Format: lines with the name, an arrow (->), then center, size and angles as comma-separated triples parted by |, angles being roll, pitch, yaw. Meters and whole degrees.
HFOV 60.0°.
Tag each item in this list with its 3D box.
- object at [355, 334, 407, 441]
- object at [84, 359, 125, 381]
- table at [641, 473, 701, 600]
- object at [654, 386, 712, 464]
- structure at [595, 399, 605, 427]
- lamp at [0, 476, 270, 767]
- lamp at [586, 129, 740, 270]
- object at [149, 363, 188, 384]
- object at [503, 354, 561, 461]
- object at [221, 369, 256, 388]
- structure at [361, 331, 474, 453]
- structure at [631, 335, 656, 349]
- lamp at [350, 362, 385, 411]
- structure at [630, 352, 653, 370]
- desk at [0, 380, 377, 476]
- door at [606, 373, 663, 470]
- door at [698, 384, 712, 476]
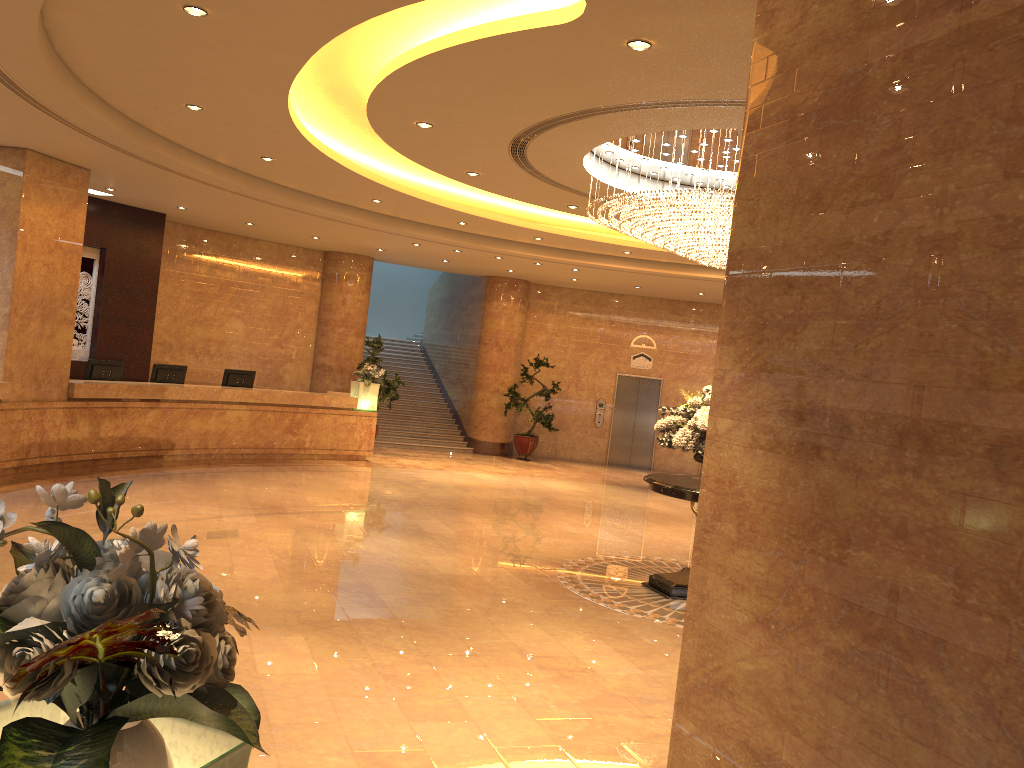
object -> -2.776, 0.181, 17.790 | 0.843, 2.363, 1.250 | 6, 2, -40
object -> -5.990, -0.104, 13.007 | 0.531, 0.500, 0.430 | 6, 1, -24
table -> 2.006, 1.551, 8.884 | 1.493, 1.089, 1.493 | 6, 1, -27
object -> 2.103, 0.513, 8.834 | 1.318, 0.999, 1.277 | 7, 1, 10
structure -> 2.045, 0.676, 20.607 | 0.200, 0.661, 0.053 | 7, 1, 1
lamp -> -0.632, 0.584, 1.361 | 0.573, 0.923, 0.598 | 7, 1, 27
lamp -> 2.357, -1.720, 8.868 | 3.204, 1.196, 3.206 | 7, 1, 16
object -> -5.438, -0.062, 14.021 | 0.531, 0.500, 0.430 | 6, 1, -18
object -> 0.428, 0.511, 19.480 | 1.250, 2.363, 0.843 | 7, 1, 1
object -> -4.659, 0.005, 15.083 | 0.531, 0.500, 0.430 | 6, 1, -13
structure -> -2.969, -1.551, 22.450 | 9.849, 5.560, 7.472 | 6, 1, -21
structure -> 3.062, -0.986, 20.559 | 0.600, 0.293, 0.010 | 7, 1, 4
lamp -> -2.651, 0.028, 16.346 | 0.606, 0.897, 0.532 | 5, 2, -42
structure -> 3.012, -0.542, 20.570 | 0.504, 0.405, 0.012 | 7, 1, 4
desk -> -5.510, 0.615, 11.169 | 3.466, 1.155, 12.951 | 7, 1, 14
door -> 2.851, 0.874, 20.641 | 1.070, 2.145, 0.150 | 7, 1, 4
door -> 4.933, 1.121, 20.298 | 1.070, 2.149, 0.150 | 7, 1, 15
